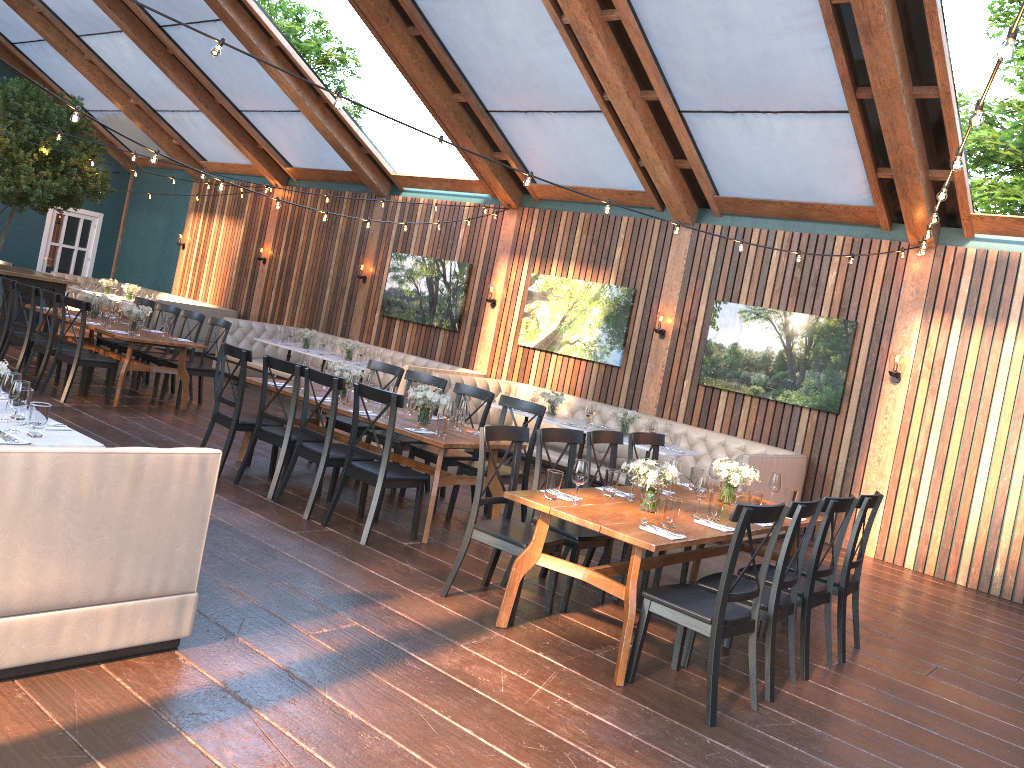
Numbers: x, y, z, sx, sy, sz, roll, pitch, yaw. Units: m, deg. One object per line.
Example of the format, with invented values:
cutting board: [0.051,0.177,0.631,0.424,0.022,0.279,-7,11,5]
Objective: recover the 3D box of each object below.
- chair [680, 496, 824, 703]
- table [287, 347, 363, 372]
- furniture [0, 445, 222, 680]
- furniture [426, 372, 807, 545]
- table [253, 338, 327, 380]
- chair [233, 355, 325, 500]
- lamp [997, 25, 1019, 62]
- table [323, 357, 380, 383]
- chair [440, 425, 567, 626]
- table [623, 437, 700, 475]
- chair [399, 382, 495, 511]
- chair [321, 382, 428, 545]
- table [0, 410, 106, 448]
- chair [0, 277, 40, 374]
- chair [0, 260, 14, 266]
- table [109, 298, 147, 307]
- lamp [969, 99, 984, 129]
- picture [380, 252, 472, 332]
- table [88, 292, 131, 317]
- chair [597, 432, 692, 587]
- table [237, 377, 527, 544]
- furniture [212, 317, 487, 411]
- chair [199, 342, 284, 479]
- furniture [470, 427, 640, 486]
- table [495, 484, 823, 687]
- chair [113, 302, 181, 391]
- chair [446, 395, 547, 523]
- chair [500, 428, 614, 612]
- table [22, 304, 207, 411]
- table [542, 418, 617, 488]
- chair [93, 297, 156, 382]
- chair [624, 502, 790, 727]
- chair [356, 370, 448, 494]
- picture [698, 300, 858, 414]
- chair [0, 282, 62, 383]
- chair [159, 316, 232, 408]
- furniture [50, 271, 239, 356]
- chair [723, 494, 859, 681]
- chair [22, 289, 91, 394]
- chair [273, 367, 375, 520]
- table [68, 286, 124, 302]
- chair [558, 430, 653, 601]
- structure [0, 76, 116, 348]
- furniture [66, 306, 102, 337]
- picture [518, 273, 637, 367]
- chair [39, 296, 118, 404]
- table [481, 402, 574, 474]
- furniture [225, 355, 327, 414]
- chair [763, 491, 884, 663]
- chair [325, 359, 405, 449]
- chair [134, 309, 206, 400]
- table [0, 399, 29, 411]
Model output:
chair: [1.323,1.075,4.817,0.543,1.020,0.475,12,1,34]
table: [-2.701,-0.089,12.534,0.804,0.672,0.794,13,3,39]
furniture: [-3.406,0.252,4.428,4.187,0.858,1.701,14,4,39]
furniture: [1.037,0.731,10.029,4.187,0.858,1.701,14,4,39]
table: [-3.323,-0.248,13.047,0.804,0.672,0.794,13,3,38]
chair: [-1.725,0.326,6.908,0.480,1.020,0.536,12,1,35]
lamp: [1.640,-1.125,2.922,0.056,0.121,0.057,11,1,-35]
table: [-2.079,0.071,12.020,0.804,0.672,0.794,13,3,38]
chair: [0.016,0.792,5.175,0.543,1.020,0.475,12,1,34]
table: [1.366,0.952,9.177,0.804,0.672,0.794,13,3,38]
chair: [-0.542,0.515,7.528,0.481,1.020,0.536,12,1,44]
chair: [-0.894,0.540,6.196,0.480,1.020,0.536,12,1,39]
table: [-2.570,0.527,4.224,0.804,0.672,0.794,13,3,38]
chair: [-5.636,-0.672,10.103,0.481,1.020,0.536,12,1,44]
chair: [-8.232,-1.450,13.849,0.479,1.020,0.537,12,1,22]
table: [-6.700,-1.112,15.834,0.804,0.672,0.794,13,3,38]
lamp: [1.910,-1.108,3.628,0.056,0.121,0.057,11,1,-33]
picture: [-1.317,-1.408,13.297,1.662,0.997,0.065,14,2,39]
table: [-7.322,-1.271,16.348,0.804,0.672,0.794,13,3,39]
chair: [1.054,0.904,6.481,0.543,1.020,0.474,12,1,39]
table: [-1.173,0.561,7.218,2.448,0.729,0.945,14,4,39]
furniture: [-2.411,-0.151,12.874,4.187,0.858,1.701,14,4,39]
chair: [-2.175,0.213,7.242,0.536,1.020,0.481,10,1,-44]
furniture: [0.302,0.882,9.169,2.345,0.399,0.311,14,3,39]
table: [1.000,1.115,5.456,0.957,0.729,2.418,13,4,38]
chair: [-4.427,-0.479,10.735,0.480,1.020,0.536,12,1,34]
chair: [-0.115,0.624,7.176,0.480,1.020,0.536,12,1,39]
chair: [0.362,0.830,5.610,0.543,1.020,0.474,12,1,39]
table: [-4.612,-0.319,10.056,2.448,0.729,0.945,14,4,39]
table: [0.744,0.793,9.691,0.804,0.672,0.794,13,3,39]
chair: [-4.854,-0.588,11.087,0.480,1.020,0.536,12,1,39]
chair: [0.977,1.038,4.382,0.543,1.020,0.474,12,1,44]
chair: [-0.969,0.406,7.880,0.480,1.020,0.536,12,1,34]
picture: [2.909,-0.328,9.825,1.662,0.997,0.065,14,2,39]
chair: [-5.232,-0.566,9.723,0.480,1.020,0.536,12,1,34]
chair: [-3.573,-0.260,10.030,0.481,1.020,0.536,12,1,44]
furniture: [-7.015,-1.329,16.674,4.187,0.858,1.701,14,4,39]
chair: [1.669,1.113,5.253,0.543,1.020,0.474,12,1,39]
chair: [-4.789,-0.455,9.389,0.481,1.020,0.536,12,1,41]
chair: [-1.324,0.431,6.543,0.481,1.020,0.536,12,1,44]
table: [-7.945,-1.430,16.861,0.804,0.672,0.794,13,3,38]
chair: [0.709,0.867,6.046,0.543,1.020,0.475,12,1,34]
structure: [-7.147,-2.497,12.391,2.698,3.694,2.872,10,2,-43]
furniture: [-7.772,-1.184,15.833,2.345,0.399,0.311,14,3,39]
picture: [0.814,-0.863,11.546,1.662,0.997,0.065,14,2,39]
chair: [-4.363,-0.346,9.037,0.480,1.020,0.536,12,1,34]
table: [0.122,0.634,10.204,0.804,0.672,0.794,13,3,38]
furniture: [-3.143,0.000,12.012,2.345,0.399,0.311,14,3,39]
chair: [2.015,1.150,5.688,0.543,1.020,0.475,12,1,34]
chair: [-1.396,0.297,8.233,0.480,1.020,0.536,12,1,39]
chair: [-4.000,-0.370,10.382,0.480,1.020,0.536,12,1,39]
table: [-3.192,0.368,4.738,0.804,0.672,0.794,13,3,39]
